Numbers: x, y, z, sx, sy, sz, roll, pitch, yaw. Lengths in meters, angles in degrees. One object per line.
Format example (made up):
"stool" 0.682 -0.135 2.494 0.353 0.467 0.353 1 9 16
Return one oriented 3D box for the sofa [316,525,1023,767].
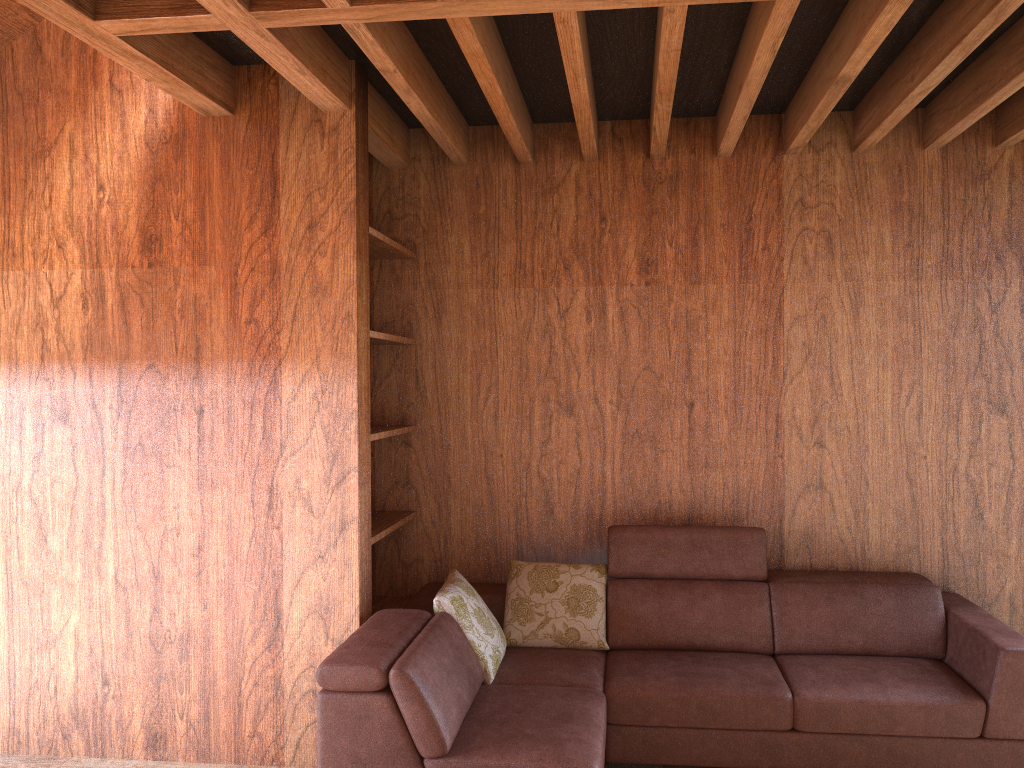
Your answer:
"sofa" 0.749 0.958 2.921 2.499 0.760 1.703 0 0 7
